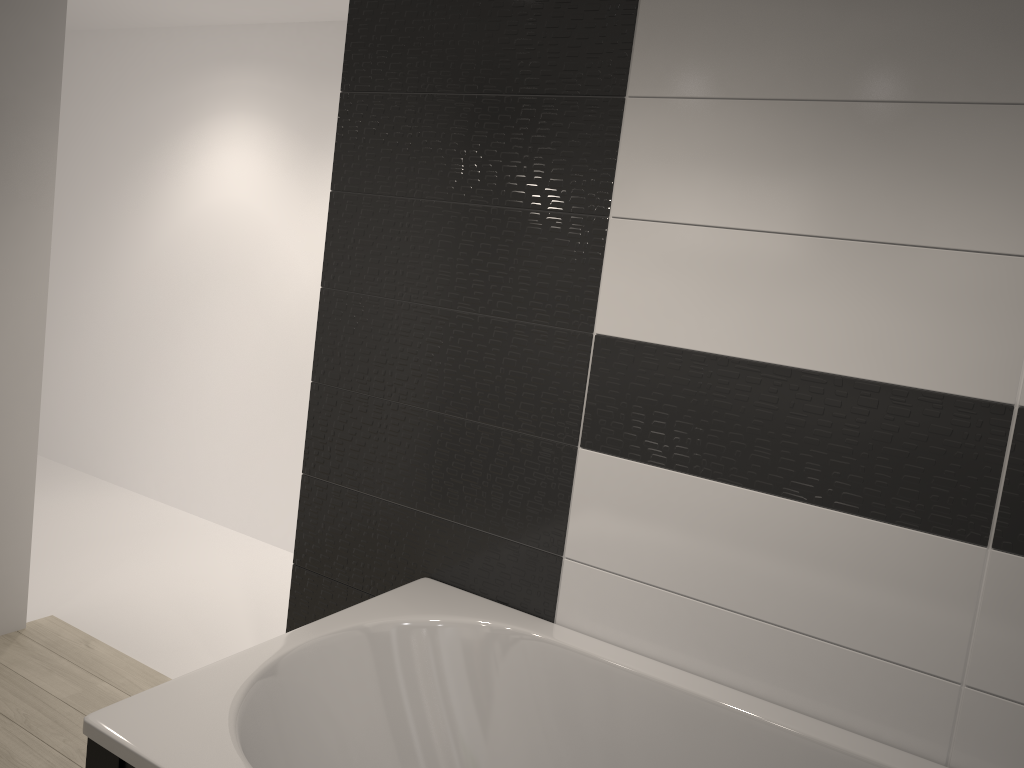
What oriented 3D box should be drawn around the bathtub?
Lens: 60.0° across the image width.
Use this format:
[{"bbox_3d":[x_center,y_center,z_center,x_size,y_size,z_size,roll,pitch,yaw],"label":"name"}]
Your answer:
[{"bbox_3d":[0.382,1.082,1.470,2.185,0.674,1.009,12,9,30],"label":"bathtub"}]
